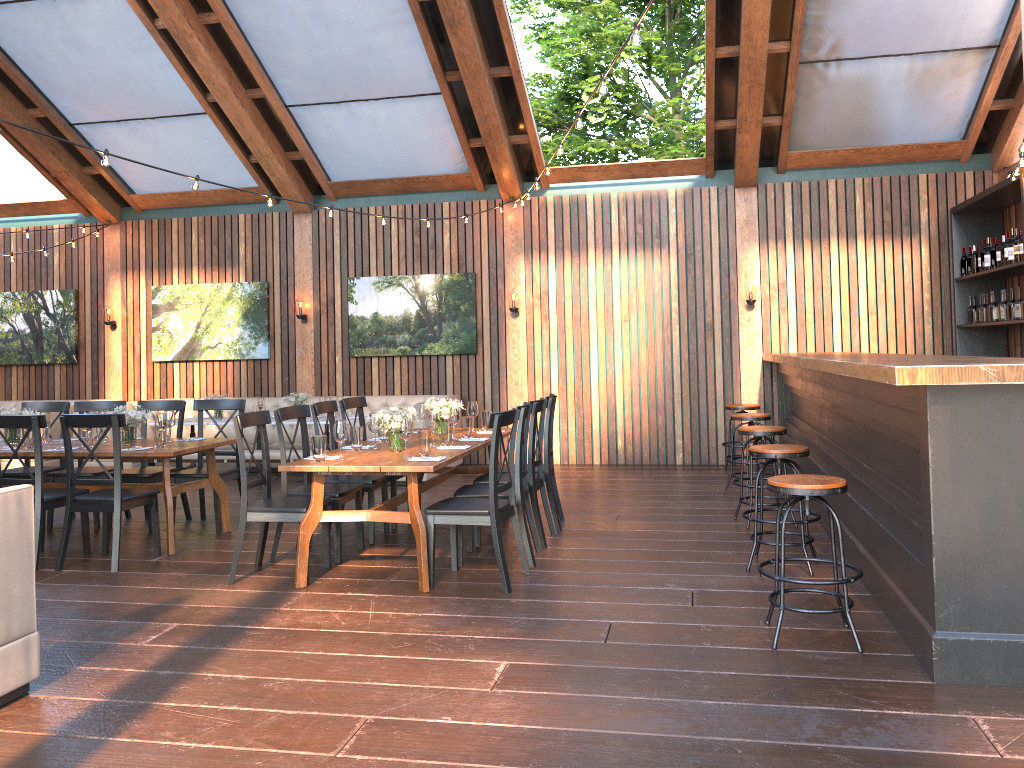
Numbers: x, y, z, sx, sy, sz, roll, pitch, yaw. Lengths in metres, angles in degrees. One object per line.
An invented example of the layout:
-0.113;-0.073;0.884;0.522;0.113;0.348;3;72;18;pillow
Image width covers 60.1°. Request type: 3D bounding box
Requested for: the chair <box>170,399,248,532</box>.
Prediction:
-2.490;0.650;7.276;0.477;1.022;0.539;-2;-1;12;chair

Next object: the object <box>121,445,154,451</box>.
-2.688;0.459;6.364;0.157;0.019;0.255;-1;2;12;object

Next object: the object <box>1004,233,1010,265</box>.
4.601;-1.248;8.192;0.077;0.307;0.077;-2;-2;28;object

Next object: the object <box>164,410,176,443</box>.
-2.647;0.327;6.841;0.092;0.245;0.092;0;-2;-36;object

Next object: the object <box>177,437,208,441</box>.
-2.528;0.433;6.956;0.157;0.019;0.255;-1;2;12;object

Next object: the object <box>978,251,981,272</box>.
4.847;-1.289;9.059;0.136;0.316;0.136;-1;-1;-27;object

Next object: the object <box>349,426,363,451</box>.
-1.038;0.367;5.912;0.091;0.158;0.092;-2;-1;38;object

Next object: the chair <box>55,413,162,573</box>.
-2.743;0.701;6.042;0.477;1.022;0.539;-2;-1;12;chair

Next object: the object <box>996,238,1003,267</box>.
4.714;-1.264;8.474;0.136;0.316;0.136;-1;-1;-27;object

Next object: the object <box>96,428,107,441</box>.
-3.286;0.376;7.084;0.091;0.158;0.092;-2;-1;38;object

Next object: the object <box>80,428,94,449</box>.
-3.107;0.395;6.470;0.091;0.158;0.092;-2;-1;38;object

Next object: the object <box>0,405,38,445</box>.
-3.923;0.320;6.970;0.329;0.310;0.336;-2;0;-44;object

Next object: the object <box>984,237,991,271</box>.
4.730;-1.285;8.771;0.087;0.335;0.087;-1;-2;-8;object

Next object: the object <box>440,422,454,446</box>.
-0.446;0.346;6.093;0.091;0.158;0.092;-2;-1;38;object

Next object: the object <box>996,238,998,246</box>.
4.750;-1.272;8.672;0.078;0.313;0.078;-2;-2;7;object

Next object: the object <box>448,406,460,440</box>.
-0.428;0.286;6.557;0.092;0.245;0.092;0;-2;-36;object

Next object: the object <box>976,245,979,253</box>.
4.863;-1.295;9.247;0.078;0.313;0.078;-2;-2;7;object

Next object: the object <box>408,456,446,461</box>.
-0.533;0.446;5.333;0.255;0.019;0.157;-1;2;12;object

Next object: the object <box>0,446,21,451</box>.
-3.776;0.478;6.593;0.157;0.019;0.255;-1;2;12;object

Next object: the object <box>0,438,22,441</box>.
-4.199;0.458;7.337;0.157;0.019;0.255;-1;2;12;object

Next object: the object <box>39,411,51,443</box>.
-3.733;0.345;7.070;0.092;0.245;0.092;0;-2;-36;object

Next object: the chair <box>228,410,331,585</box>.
-1.449;0.689;5.564;0.539;1.022;0.477;-1;-1;7;chair

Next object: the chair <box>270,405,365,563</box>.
-1.337;0.666;6.112;0.539;1.022;0.477;-2;-1;12;chair

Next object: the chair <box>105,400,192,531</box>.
-3.039;0.659;7.388;0.477;1.022;0.539;-2;-1;17;chair

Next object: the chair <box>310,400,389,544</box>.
-1.224;0.643;6.661;0.539;1.022;0.477;-1;-1;7;chair

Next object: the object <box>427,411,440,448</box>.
-0.534;0.307;6.042;0.092;0.245;0.092;0;-2;-36;object

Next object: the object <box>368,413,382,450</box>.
-0.925;0.319;5.973;0.092;0.245;0.092;0;-2;-36;object

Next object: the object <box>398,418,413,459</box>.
-0.656;0.332;5.452;0.092;0.245;0.092;0;-2;-36;object

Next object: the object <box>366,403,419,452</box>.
-0.773;0.288;5.828;0.328;0.310;0.336;-1;0;44;object

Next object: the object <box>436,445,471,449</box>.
-0.413;0.421;5.931;0.255;0.019;0.157;-1;2;12;object

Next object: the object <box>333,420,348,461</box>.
-1.044;0.343;5.396;0.092;0.245;0.092;0;-2;-36;object

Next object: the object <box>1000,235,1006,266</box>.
4.662;-1.253;8.369;0.075;0.303;0.075;-1;-2;-5;object

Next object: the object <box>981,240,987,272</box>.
4.745;-1.285;8.872;0.081;0.324;0.081;-1;-2;-10;object

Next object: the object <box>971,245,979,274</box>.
4.805;-1.287;9.174;0.075;0.303;0.075;-2;-2;28;object

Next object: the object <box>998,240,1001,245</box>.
4.857;-1.280;8.810;0.136;0.316;0.136;-1;-1;-27;object

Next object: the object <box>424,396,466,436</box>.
-0.543;0.245;6.856;0.329;0.310;0.336;-1;0;-23;object

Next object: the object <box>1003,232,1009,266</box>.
4.643;-1.261;8.279;0.081;0.324;0.081;-1;-2;-10;object

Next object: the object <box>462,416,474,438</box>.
-0.328;0.324;6.615;0.091;0.158;0.092;-2;-1;38;object

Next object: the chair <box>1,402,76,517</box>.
-4.136;0.676;7.612;0.477;1.022;0.539;-2;-1;12;chair

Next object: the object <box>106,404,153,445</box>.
-2.903;0.306;6.711;0.336;0.310;0.329;-1;0;-21;object

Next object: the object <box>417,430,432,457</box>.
-0.543;0.370;5.515;0.091;0.158;0.092;-2;-1;38;object

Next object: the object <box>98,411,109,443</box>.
-3.226;0.336;6.984;0.092;0.245;0.092;0;-2;-36;object

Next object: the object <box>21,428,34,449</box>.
-3.612;0.403;6.612;0.091;0.158;0.092;-2;-1;38;object

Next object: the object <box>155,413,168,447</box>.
-2.574;0.339;6.494;0.092;0.245;0.092;0;-2;-36;object

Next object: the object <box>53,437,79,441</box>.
-3.620;0.450;7.199;0.157;0.019;0.255;-1;2;12;object

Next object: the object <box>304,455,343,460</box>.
-1.155;0.454;5.513;0.255;0.019;0.157;-1;2;12;object

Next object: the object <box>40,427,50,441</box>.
-3.795;0.385;7.172;0.091;0.158;0.092;-2;-1;38;object

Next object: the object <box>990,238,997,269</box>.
4.687;-1.266;8.593;0.077;0.310;0.077;-1;-2;-10;object

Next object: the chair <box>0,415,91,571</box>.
-3.292;0.711;6.147;0.477;1.022;0.539;-2;-1;17;chair

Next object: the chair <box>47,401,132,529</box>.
-3.587;0.667;7.500;0.477;1.022;0.539;-1;-1;7;chair

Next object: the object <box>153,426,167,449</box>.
-2.535;0.385;6.373;0.091;0.158;0.092;-2;-1;38;object

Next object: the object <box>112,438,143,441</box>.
-3.101;0.441;7.110;0.157;0.019;0.255;-1;2;12;object

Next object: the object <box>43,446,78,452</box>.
-3.271;0.469;6.451;0.157;0.019;0.255;-1;2;12;object

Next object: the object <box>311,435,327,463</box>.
-1.165;0.391;5.340;0.091;0.158;0.092;-2;-1;38;object

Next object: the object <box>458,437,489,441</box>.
-0.302;0.400;6.442;0.255;0.019;0.157;-1;2;12;object

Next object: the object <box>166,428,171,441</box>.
-2.712;0.369;6.926;0.091;0.158;0.092;-2;-1;38;object

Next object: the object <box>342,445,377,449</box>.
-1.041;0.430;6.089;0.255;0.019;0.157;-1;2;12;object
